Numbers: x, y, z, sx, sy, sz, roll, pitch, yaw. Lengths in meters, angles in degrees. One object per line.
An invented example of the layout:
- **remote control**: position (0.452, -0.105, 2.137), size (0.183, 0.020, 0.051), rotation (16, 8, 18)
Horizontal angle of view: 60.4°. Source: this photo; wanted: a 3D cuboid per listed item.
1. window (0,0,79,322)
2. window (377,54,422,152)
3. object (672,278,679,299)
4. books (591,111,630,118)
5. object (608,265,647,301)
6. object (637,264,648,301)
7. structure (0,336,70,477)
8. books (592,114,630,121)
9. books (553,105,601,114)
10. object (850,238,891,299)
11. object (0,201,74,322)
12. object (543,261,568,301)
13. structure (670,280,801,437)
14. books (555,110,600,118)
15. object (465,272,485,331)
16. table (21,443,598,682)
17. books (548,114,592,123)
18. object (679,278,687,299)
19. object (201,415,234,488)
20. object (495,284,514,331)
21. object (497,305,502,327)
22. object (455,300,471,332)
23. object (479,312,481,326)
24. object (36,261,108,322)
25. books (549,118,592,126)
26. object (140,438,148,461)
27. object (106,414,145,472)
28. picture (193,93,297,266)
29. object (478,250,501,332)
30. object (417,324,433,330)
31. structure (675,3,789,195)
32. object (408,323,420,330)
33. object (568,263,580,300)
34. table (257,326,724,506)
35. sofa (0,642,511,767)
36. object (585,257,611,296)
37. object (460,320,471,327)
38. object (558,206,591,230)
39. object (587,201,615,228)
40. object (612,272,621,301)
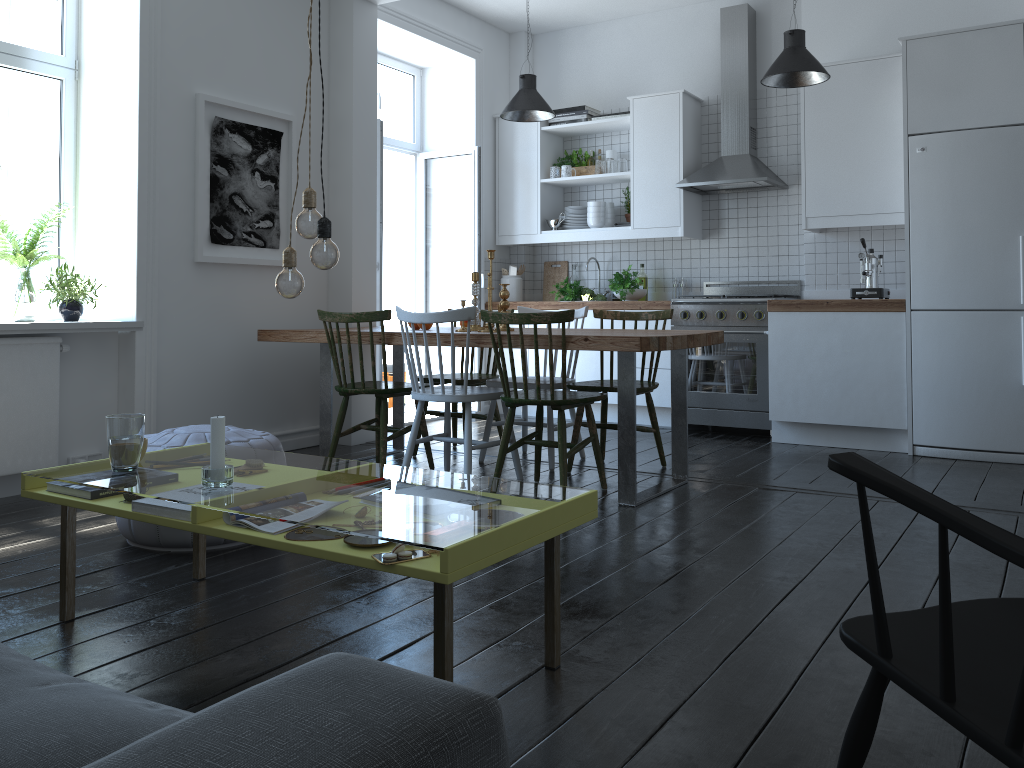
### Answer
- **window**: position (-2.670, -1.265, 3.922), size (0.107, 1.991, 1.569), rotation (-1, 0, 32)
- **window**: position (-1.032, -2.138, 6.541), size (0.105, 0.658, 1.182), rotation (-1, 2, 32)
- **object**: position (1.221, -0.704, 6.560), size (0.059, 0.173, 0.059), rotation (1, -2, -44)
- **books**: position (0.821, -2.032, 6.723), size (0.341, 0.016, 0.275), rotation (3, 6, 33)
- **object**: position (0.845, -0.743, 6.474), size (0.271, 0.269, 0.338), rotation (1, 2, 22)
- **object**: position (0.985, -0.767, 6.655), size (0.066, 0.283, 0.066), rotation (-1, -2, 27)
- **structure**: position (-2.335, 0.130, 3.624), size (0.073, 0.629, 1.066), rotation (-1, 2, 32)
- **books**: position (0.816, -2.004, 6.714), size (0.350, 0.038, 0.261), rotation (3, 6, 31)
- **books**: position (0.495, -2.128, 6.922), size (0.325, 0.038, 0.259), rotation (3, 6, 34)
- **object**: position (2.190, -0.702, 5.409), size (0.206, 0.371, 0.353), rotation (0, 1, 32)
- **object**: position (-2.283, -0.576, 4.165), size (0.393, 0.567, 0.328), rotation (0, 0, -4)
- **object**: position (0.352, -0.831, 7.145), size (0.220, 0.331, 0.040), rotation (0, -1, 32)
- **structure**: position (1.525, -0.200, 5.991), size (0.700, 1.022, 0.722), rotation (0, 1, 32)
- **books**: position (0.507, -2.093, 6.918), size (0.351, 0.031, 0.288), rotation (3, 6, 32)
- **object**: position (-0.192, -0.430, 4.603), size (0.140, 0.312, 0.140), rotation (0, -1, -15)
- **table**: position (-0.548, 0.443, 2.206), size (1.401, 0.400, 0.601), rotation (3, 4, 32)
- **books**: position (0.492, -2.062, 6.914), size (0.328, 0.031, 0.260), rotation (3, 6, 30)
- **object**: position (1.262, -0.700, 6.510), size (0.059, 0.173, 0.059), rotation (1, -2, -44)
- **object**: position (-0.720, 0.162, 2.156), size (0.074, 0.174, 0.074), rotation (0, -1, -23)
- **object**: position (-0.039, -0.399, 4.598), size (0.100, 0.248, 0.101), rotation (1, -1, -34)
- **object**: position (-0.058, -0.352, 4.689), size (0.049, 0.139, 0.049), rotation (-1, -1, 32)
- **object**: position (-0.246, -0.342, 4.432), size (0.080, 0.161, 0.080), rotation (0, 0, -11)
- **object**: position (-0.178, -0.343, 4.733), size (0.102, 0.114, 0.102), rotation (0, 1, 18)
- **object**: position (-2.106, -0.447, 4.229), size (0.285, 0.295, 0.285), rotation (1, 2, 37)
- **books**: position (0.506, -2.024, 6.914), size (0.351, 0.044, 0.260), rotation (3, 6, 34)
- **object**: position (-1.068, 0.189, 2.468), size (0.087, 0.067, 0.087), rotation (-1, 3, -30)
- **object**: position (-1.035, 0.158, 2.357), size (0.097, 0.146, 0.097), rotation (0, 0, -7)
- **picture**: position (-1.490, -1.110, 4.918), size (0.083, 0.890, 0.688), rotation (-1, 0, 32)
- **object**: position (-0.113, -0.459, 4.361), size (0.113, 0.412, 0.113), rotation (0, -1, -6)
- **object**: position (-0.480, -0.340, 4.858), size (0.091, 0.088, 0.083), rotation (-1, 2, -31)
- **structure**: position (1.535, -2.017, 6.153), size (0.633, 1.308, 0.528), rotation (0, -1, 32)
- **object**: position (-0.539, -0.346, 4.916), size (0.088, 0.090, 0.083), rotation (1, 1, 22)
- **object**: position (0.495, -0.814, 7.019), size (0.097, 0.318, 0.098), rotation (-1, -1, 32)
- **table**: position (-0.153, 0.080, 4.541), size (2.228, 0.717, 1.019), rotation (3, 4, 32)
- **sofa**: position (-1.265, 0.386, 1.017), size (2.374, 0.724, 1.086), rotation (3, 4, 32)
- **object**: position (0.672, -0.803, 6.807), size (0.189, 0.353, 0.274), rotation (0, 1, 9)
- **object**: position (-0.241, -0.334, 4.820), size (0.089, 0.084, 0.084), rotation (2, 2, 45)
- **object**: position (0.512, -1.287, 6.898), size (0.300, 0.195, 0.306), rotation (2, 4, 33)
- **object**: position (0.681, -1.283, 6.728), size (0.149, 0.217, 0.310), rotation (0, 2, 30)
- **object**: position (0.817, -0.752, 6.809), size (0.085, 0.231, 0.085), rotation (0, -1, -3)
